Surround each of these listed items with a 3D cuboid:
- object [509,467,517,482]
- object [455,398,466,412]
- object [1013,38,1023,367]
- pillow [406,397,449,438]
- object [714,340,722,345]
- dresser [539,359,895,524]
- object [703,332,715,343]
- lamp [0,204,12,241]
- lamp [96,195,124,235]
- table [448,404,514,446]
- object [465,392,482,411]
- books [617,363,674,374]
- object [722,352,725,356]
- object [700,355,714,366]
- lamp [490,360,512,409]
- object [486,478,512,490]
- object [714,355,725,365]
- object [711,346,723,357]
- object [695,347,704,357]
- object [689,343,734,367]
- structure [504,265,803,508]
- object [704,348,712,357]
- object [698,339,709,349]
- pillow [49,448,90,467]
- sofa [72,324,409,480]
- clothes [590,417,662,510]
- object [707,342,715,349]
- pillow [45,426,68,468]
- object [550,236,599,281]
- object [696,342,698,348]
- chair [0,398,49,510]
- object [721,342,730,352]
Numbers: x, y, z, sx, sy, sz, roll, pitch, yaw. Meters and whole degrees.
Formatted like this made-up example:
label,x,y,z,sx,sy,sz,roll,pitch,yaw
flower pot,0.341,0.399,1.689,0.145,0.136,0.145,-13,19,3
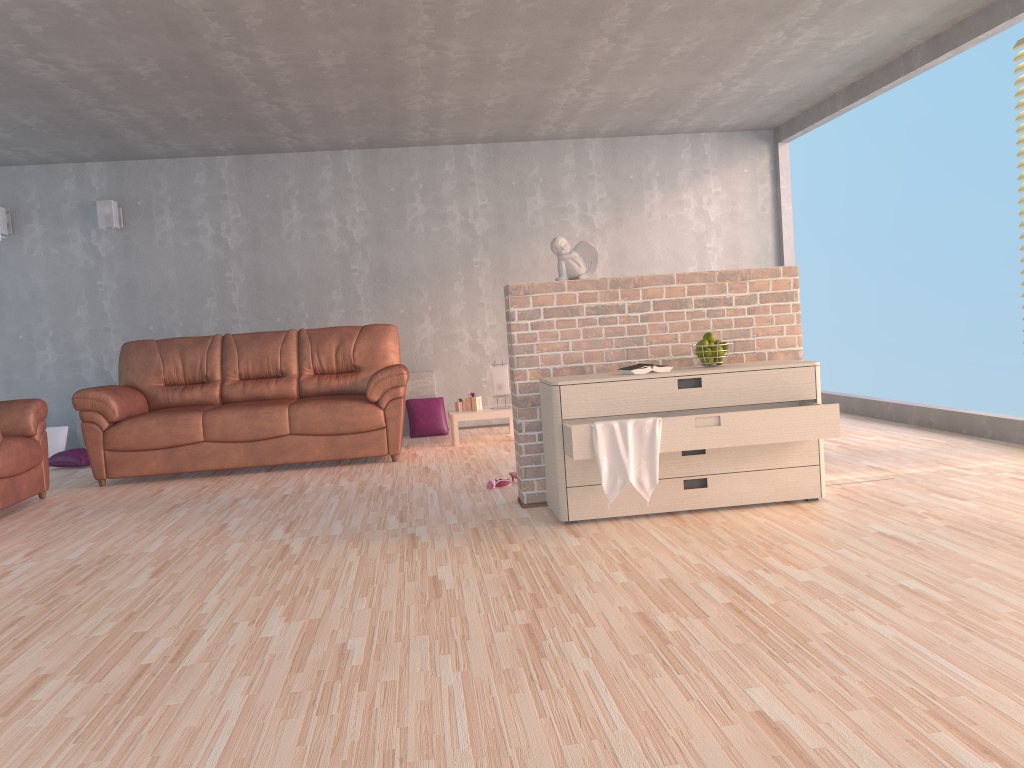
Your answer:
label,x,y,z,sx,sy,sz,roll,pitch,yaw
object,0.060,0.503,4.888,0.188,0.085,0.069,-2,4,33
object,-0.373,0.158,6.946,0.152,0.105,0.080,-7,4,-37
object,3.061,-0.706,2.737,0.044,2.114,4.372,-4,4,-6
pillow,-0.718,0.284,7.502,0.327,0.326,0.241,-5,4,-12
object,0.937,-0.181,4.030,0.043,0.043,0.039,-5,4,-21
dresser,1.014,0.229,3.914,1.686,0.612,0.605,-4,4,-6
object,0.895,-0.207,4.030,0.054,0.056,0.054,-4,4,-6
lamp,-4.199,-1.322,7.217,0.165,0.319,0.168,-4,4,-6
lamp,-3.323,-1.389,7.312,0.165,0.319,0.177,-4,4,-6
table,-0.215,0.316,6.971,0.548,0.241,0.548,-4,4,-6
object,-0.299,0.134,6.881,0.099,0.147,0.102,-3,4,23
books,0.593,-0.070,3.937,0.209,0.040,0.146,-5,4,-16
object,0.949,-0.149,4.055,0.053,0.054,0.053,-2,4,29
object,0.883,-0.110,4.016,0.060,0.055,0.059,-1,5,39
lamp,-0.093,0.005,6.929,0.140,0.376,0.140,-4,4,-6
object,-0.072,0.530,4.764,0.078,0.066,0.192,-2,4,30
object,0.939,-0.109,4.017,0.046,0.048,0.048,-5,4,-17
object,0.920,-0.147,3.980,0.057,0.057,0.057,-2,4,27
object,0.851,-0.146,4.010,0.046,0.044,0.046,-5,4,-10
object,0.907,-0.130,4.029,0.202,0.104,0.202,-5,4,-13
structure,0.705,0.002,4.335,1.422,1.057,0.211,-4,4,-6
object,0.879,-0.142,3.976,0.038,0.040,0.039,-4,4,2
object,0.860,-0.178,3.984,0.046,0.045,0.046,-4,4,-7
pillow,-3.477,0.585,7.091,0.392,0.130,0.365,-3,4,14
sofa,-1.834,0.079,6.355,2.202,0.923,0.981,-4,4,-6
clothes,0.473,0.324,3.569,0.325,0.369,0.097,-4,4,-5
object,0.895,-0.170,4.003,0.039,0.038,0.039,-3,4,23
pillow,-3.794,0.518,7.206,0.327,0.326,0.241,-4,4,-2
object,0.297,-0.603,4.253,0.216,0.218,0.131,-4,4,-7
object,0.865,-0.171,4.049,0.049,0.053,0.054,-2,4,25
chair,-3.312,0.283,5.089,0.936,0.879,0.970,-4,4,-7
object,0.959,-0.168,3.994,0.047,0.047,0.046,-2,4,32
